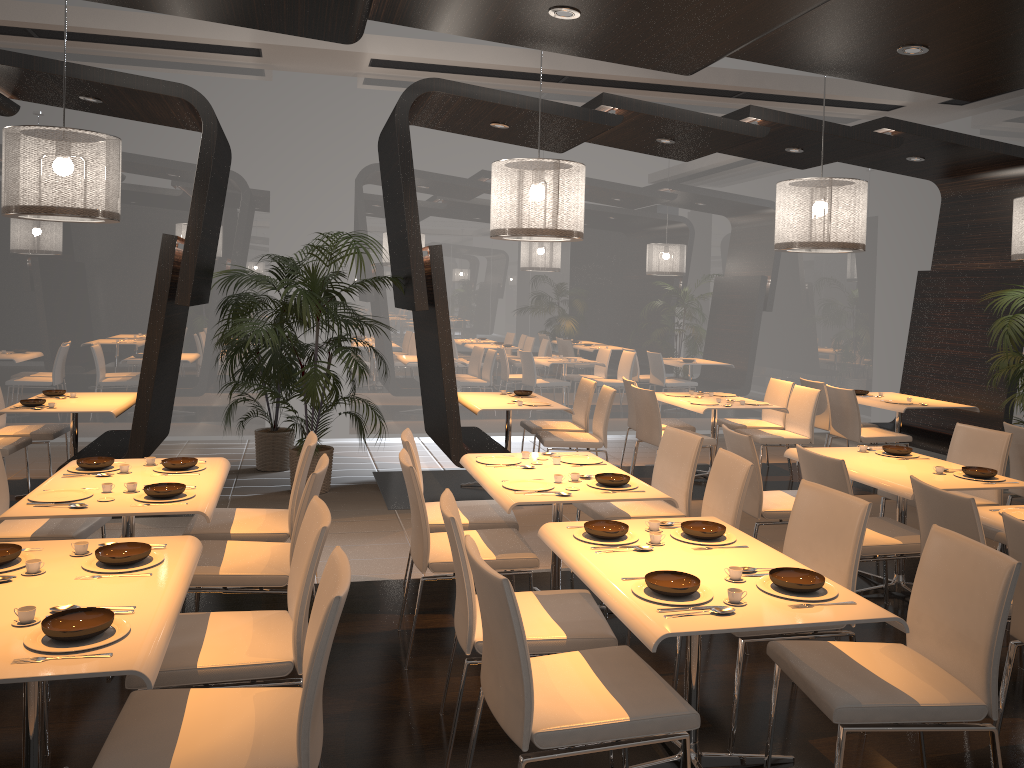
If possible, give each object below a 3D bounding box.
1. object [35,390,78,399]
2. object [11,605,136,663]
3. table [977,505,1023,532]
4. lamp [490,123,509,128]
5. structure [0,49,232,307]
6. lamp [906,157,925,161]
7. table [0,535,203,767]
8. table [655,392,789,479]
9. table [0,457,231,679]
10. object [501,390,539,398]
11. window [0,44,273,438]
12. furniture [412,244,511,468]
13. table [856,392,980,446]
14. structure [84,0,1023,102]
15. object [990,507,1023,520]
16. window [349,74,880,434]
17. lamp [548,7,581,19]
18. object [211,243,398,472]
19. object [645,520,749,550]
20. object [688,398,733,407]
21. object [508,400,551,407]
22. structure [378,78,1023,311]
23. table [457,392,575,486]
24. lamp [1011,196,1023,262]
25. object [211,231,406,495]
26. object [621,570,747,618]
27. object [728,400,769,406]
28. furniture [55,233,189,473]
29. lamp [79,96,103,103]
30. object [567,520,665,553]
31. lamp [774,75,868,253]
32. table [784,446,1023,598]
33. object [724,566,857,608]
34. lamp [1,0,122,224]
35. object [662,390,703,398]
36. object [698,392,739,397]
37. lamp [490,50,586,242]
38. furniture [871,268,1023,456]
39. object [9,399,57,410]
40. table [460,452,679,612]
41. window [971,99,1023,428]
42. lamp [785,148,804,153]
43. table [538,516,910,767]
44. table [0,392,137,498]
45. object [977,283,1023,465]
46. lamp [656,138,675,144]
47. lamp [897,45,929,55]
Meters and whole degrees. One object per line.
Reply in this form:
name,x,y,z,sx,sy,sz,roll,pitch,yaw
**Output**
object,-3.539,0.077,6.892,0.303,0.044,0.366,-1,6,-20
object,-1.131,0.612,2.251,0.303,0.044,0.366,0,6,-15
table,2.532,0.970,3.477,0.800,0.724,1.152,1,5,-14
lamp,-0.103,-2.168,7.368,0.160,0.054,0.161,1,5,-8
structure,-5.111,-1.480,6.153,5.931,1.724,1.407,0,3,-14
lamp,3.800,-2.133,8.325,0.161,0.055,0.162,0,6,-19
table,-1.368,0.962,2.526,0.800,0.724,1.152,1,5,-14
table,1.805,0.500,7.922,0.800,0.724,1.152,1,5,-14
table,-1.733,0.804,3.987,0.800,0.724,1.152,1,5,-14
object,0.062,0.082,7.797,0.303,0.044,0.366,0,6,-15
window,-5.577,-1.392,8.381,6.577,3.973,0.070,0,2,-14
furniture,-0.438,-0.274,7.333,0.757,1.671,1.407,1,3,-14
table,3.653,0.505,8.368,0.800,0.724,1.152,1,5,-14
structure,0.481,-1.084,3.674,10.657,1.733,2.914,0,5,-14
object,2.278,0.555,3.746,0.335,0.038,0.378,-1,6,-20
window,1.414,-1.378,10.094,6.577,3.973,0.070,0,2,-14
lamp,0.261,-1.858,4.393,0.160,0.050,0.161,0,6,-19
object,-2.033,-0.274,7.948,1.564,2.056,1.506,4,4,38
object,0.681,0.551,3.331,0.303,0.044,0.366,0,6,-15
object,1.707,0.155,7.537,0.335,0.038,0.378,-1,6,-20
object,0.139,0.145,7.226,0.335,0.038,0.378,-1,6,-25
structure,1.843,-1.466,7.857,5.931,1.724,1.407,0,3,-14
table,-0.033,0.496,7.483,0.800,0.724,1.152,1,5,-14
lamp,4.296,-1.924,6.905,0.627,1.926,0.627,2,2,18
object,-1.562,-0.160,6.949,1.560,2.056,1.510,0,3,-20
object,0.521,0.615,2.659,0.303,0.044,0.366,0,6,-15
object,2.043,0.149,7.694,0.335,0.038,0.378,-1,6,-25
furniture,-2.873,-0.279,6.736,0.757,1.671,1.407,1,3,-14
lamp,-3.154,-2.147,6.621,0.161,0.055,0.162,0,6,-19
object,0.385,0.550,3.264,0.303,0.044,0.366,0,6,-15
lamp,2.259,-1.928,6.406,0.627,1.926,0.628,2,2,14
table,2.291,0.814,4.958,1.052,0.724,1.152,0,5,-14
object,0.848,0.613,2.762,0.303,0.044,0.366,0,6,-15
lamp,-2.633,-1.938,5.207,0.627,1.926,0.628,0,2,-42
object,1.591,0.092,8.135,0.335,0.038,0.378,-1,6,-20
object,1.911,0.084,8.295,0.335,0.038,0.378,-1,6,-25
lamp,0.190,-1.932,5.899,0.627,1.926,0.628,2,2,14
furniture,4.081,-0.265,8.441,0.757,1.671,1.407,1,3,-14
object,-3.390,0.141,6.304,0.303,0.044,0.366,0,6,-15
table,0.224,0.810,4.447,0.800,0.724,1.152,1,5,-14
window,6.071,-0.966,7.252,0.070,3.967,6.610,1,5,-14
lamp,2.562,-2.136,8.022,0.161,0.055,0.162,0,6,-19
table,0.614,0.966,3.007,0.800,0.724,1.152,1,5,-14
table,-3.301,0.491,6.664,0.800,0.724,1.152,1,5,-14
object,4.521,-0.012,7.098,1.504,2.056,1.566,2,3,-1
lamp,1.343,-2.138,7.723,0.161,0.055,0.162,0,6,-19
lamp,2.208,-1.854,4.870,0.161,0.050,0.162,1,5,-8
